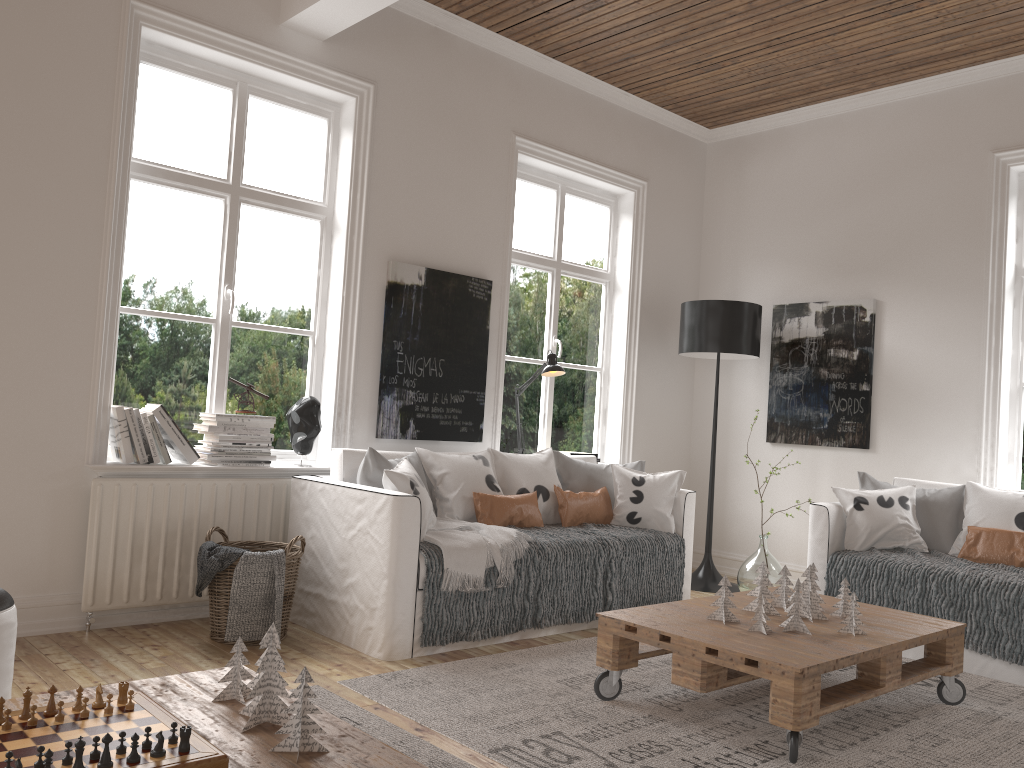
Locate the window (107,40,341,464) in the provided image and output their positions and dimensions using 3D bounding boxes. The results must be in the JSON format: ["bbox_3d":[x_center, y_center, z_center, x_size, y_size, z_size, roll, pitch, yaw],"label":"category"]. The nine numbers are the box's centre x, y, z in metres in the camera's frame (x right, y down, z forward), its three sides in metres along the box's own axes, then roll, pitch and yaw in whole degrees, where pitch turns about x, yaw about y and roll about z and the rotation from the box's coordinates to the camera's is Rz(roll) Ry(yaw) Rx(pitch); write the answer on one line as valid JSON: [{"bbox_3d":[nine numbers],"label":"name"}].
[{"bbox_3d":[-1.322,-0.542,4.160,1.055,1.872,0.120,6,-3,-42],"label":"window"}]

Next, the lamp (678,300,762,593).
[{"bbox_3d":[1.267,0.380,5.563,0.499,1.754,0.499,1,-3,45],"label":"lamp"}]

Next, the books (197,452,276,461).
[{"bbox_3d":[-1.274,0.331,4.070,0.331,0.025,0.176,6,-3,-42],"label":"books"}]

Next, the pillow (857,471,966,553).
[{"bbox_3d":[2.001,0.673,4.447,0.541,0.431,0.282,3,-3,22],"label":"pillow"}]

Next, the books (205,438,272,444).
[{"bbox_3d":[-1.259,0.261,4.074,0.254,0.012,0.161,6,-3,-42],"label":"books"}]

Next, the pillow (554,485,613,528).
[{"bbox_3d":[0.381,0.641,4.596,0.414,0.235,0.117,6,-3,-43],"label":"pillow"}]

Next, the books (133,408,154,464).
[{"bbox_3d":[-1.596,0.220,3.777,0.104,0.232,0.152,6,-3,-42],"label":"books"}]

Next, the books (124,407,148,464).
[{"bbox_3d":[-1.618,0.215,3.753,0.112,0.235,0.172,6,-3,-42],"label":"books"}]

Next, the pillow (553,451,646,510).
[{"bbox_3d":[0.458,0.595,4.843,0.546,0.437,0.292,4,-2,-9],"label":"pillow"}]

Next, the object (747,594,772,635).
[{"bbox_3d":[0.828,0.761,2.955,0.068,0.124,0.072,2,-3,32],"label":"object"}]

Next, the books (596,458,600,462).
[{"bbox_3d":[0.389,0.468,5.556,0.258,0.023,0.212,6,-3,-42],"label":"books"}]

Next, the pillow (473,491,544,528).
[{"bbox_3d":[-0.011,0.628,4.274,0.414,0.220,0.116,6,-3,-41],"label":"pillow"}]

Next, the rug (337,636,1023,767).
[{"bbox_3d":[1.058,1.143,3.088,2.474,0.003,2.254,6,-3,-42],"label":"rug"}]

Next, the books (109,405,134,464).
[{"bbox_3d":[-1.657,0.210,3.732,0.093,0.239,0.172,6,-3,-42],"label":"books"}]

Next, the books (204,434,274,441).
[{"bbox_3d":[-1.258,0.246,4.085,0.263,0.017,0.167,6,-3,-42],"label":"books"}]

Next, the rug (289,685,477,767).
[{"bbox_3d":[-0.826,0.956,1.380,2.474,0.003,2.254,6,-3,-42],"label":"rug"}]

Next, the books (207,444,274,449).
[{"bbox_3d":[-1.251,0.286,4.078,0.256,0.013,0.161,6,-3,-42],"label":"books"}]

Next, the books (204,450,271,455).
[{"bbox_3d":[-1.263,0.314,4.080,0.254,0.013,0.161,6,-3,-42],"label":"books"}]

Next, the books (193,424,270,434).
[{"bbox_3d":[-1.289,0.205,4.075,0.296,0.028,0.180,6,-3,-42],"label":"books"}]

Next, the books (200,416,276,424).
[{"bbox_3d":[-1.261,0.165,4.077,0.288,0.016,0.182,6,-3,-42],"label":"books"}]

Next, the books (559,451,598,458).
[{"bbox_3d":[0.386,0.443,5.549,0.239,0.028,0.190,6,-3,-40],"label":"books"}]

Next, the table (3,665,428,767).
[{"bbox_3d":[-0.854,0.810,1.511,1.189,0.300,0.821,6,-3,-42],"label":"table"}]

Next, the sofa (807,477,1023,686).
[{"bbox_3d":[2.399,0.873,3.915,0.866,0.776,1.960,6,-3,-42],"label":"sofa"}]

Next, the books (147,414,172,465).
[{"bbox_3d":[-1.546,0.234,3.821,0.118,0.213,0.161,6,-3,-42],"label":"books"}]

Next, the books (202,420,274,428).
[{"bbox_3d":[-1.261,0.184,4.078,0.273,0.021,0.174,6,-3,-42],"label":"books"}]

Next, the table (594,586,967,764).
[{"bbox_3d":[0.977,0.993,3.186,1.189,0.300,0.821,6,-3,-42],"label":"table"}]

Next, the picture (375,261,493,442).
[{"bbox_3d":[-0.402,-0.152,4.746,0.680,0.908,0.041,6,-3,-42],"label":"picture"}]

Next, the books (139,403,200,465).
[{"bbox_3d":[-1.497,0.218,3.871,0.226,0.255,0.176,6,-3,-42],"label":"books"}]

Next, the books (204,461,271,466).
[{"bbox_3d":[-1.263,0.365,4.073,0.254,0.012,0.161,6,-3,-42],"label":"books"}]

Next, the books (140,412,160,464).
[{"bbox_3d":[-1.578,0.228,3.799,0.101,0.218,0.161,6,-3,-42],"label":"books"}]

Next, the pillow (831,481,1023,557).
[{"bbox_3d":[2.068,0.669,4.249,1.020,0.414,0.417,2,-3,30],"label":"pillow"}]

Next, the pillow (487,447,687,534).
[{"bbox_3d":[0.372,0.572,4.663,1.081,0.450,0.403,4,-2,-18],"label":"pillow"}]

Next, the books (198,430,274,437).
[{"bbox_3d":[-1.273,0.229,4.090,0.288,0.016,0.182,6,-3,-42],"label":"books"}]

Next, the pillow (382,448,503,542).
[{"bbox_3d":[-0.337,0.511,4.055,0.417,0.414,1.020,2,-3,30],"label":"pillow"}]

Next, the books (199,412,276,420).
[{"bbox_3d":[-1.257,0.149,4.066,0.288,0.016,0.182,6,-3,-42],"label":"books"}]

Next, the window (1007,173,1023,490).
[{"bbox_3d":[3.140,-0.247,4.553,0.120,1.872,1.055,6,-3,-42],"label":"window"}]

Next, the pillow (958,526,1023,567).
[{"bbox_3d":[2.229,0.746,3.971,0.127,0.179,0.420,6,-3,-40],"label":"pillow"}]

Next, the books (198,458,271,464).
[{"bbox_3d":[-1.271,0.351,4.060,0.285,0.012,0.159,6,-3,-42],"label":"books"}]

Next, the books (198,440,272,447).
[{"bbox_3d":[-1.272,0.272,4.070,0.285,0.012,0.159,6,-3,-42],"label":"books"}]

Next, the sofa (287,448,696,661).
[{"bbox_3d":[-0.023,0.740,4.362,1.960,0.776,0.866,6,-3,-42],"label":"sofa"}]

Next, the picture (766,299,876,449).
[{"bbox_3d":[1.936,-0.065,5.591,0.041,0.908,0.680,6,-3,-42],"label":"picture"}]

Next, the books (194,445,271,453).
[{"bbox_3d":[-1.285,0.299,4.080,0.288,0.016,0.182,6,-3,-42],"label":"books"}]

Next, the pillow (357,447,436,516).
[{"bbox_3d":[-0.534,0.495,3.989,0.282,0.431,0.541,3,-3,22],"label":"pillow"}]

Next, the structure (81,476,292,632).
[{"bbox_3d":[-1.265,0.827,3.945,1.223,0.829,0.095,6,-3,-42],"label":"structure"}]

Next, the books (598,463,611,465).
[{"bbox_3d":[0.586,0.521,5.738,0.251,0.012,0.202,6,-3,-41],"label":"books"}]

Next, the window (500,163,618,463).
[{"bbox_3d":[0.280,-0.382,5.611,1.055,1.872,0.120,6,-3,-42],"label":"window"}]

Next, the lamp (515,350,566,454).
[{"bbox_3d":[0.139,0.152,5.181,0.196,0.703,0.439,6,-3,-42],"label":"lamp"}]

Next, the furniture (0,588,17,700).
[{"bbox_3d":[-1.550,0.731,2.235,0.518,0.430,0.518,4,-3,-21],"label":"furniture"}]
